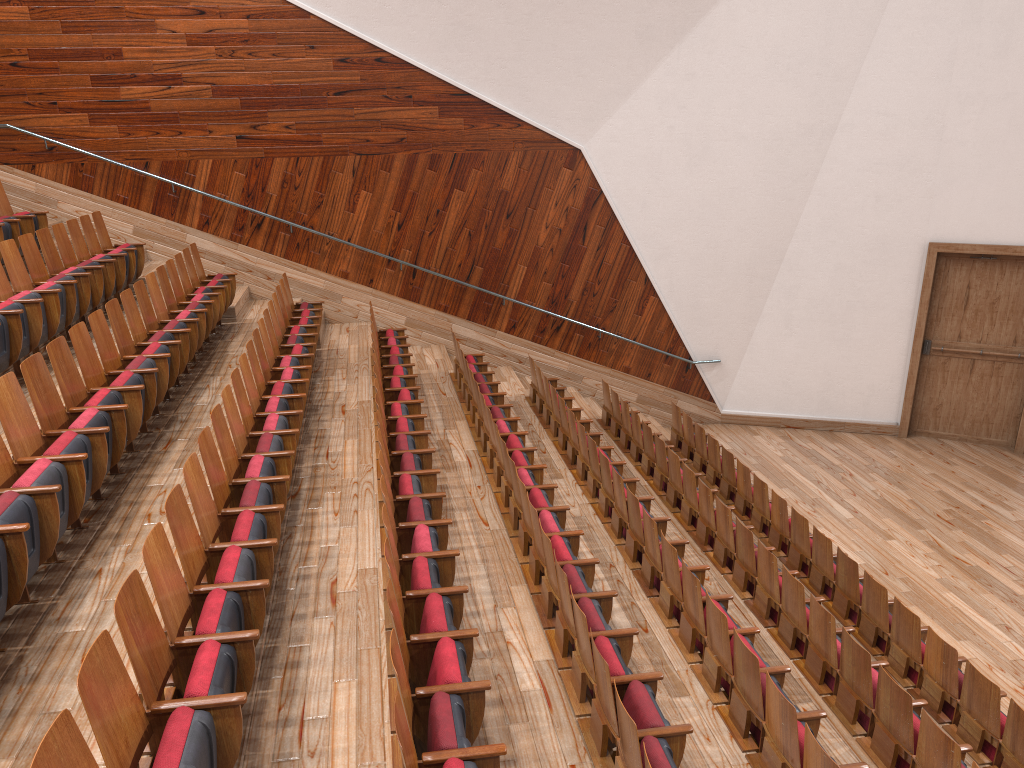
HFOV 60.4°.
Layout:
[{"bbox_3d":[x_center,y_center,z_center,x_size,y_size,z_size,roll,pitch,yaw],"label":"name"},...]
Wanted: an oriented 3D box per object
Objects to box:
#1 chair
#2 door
[{"bbox_3d":[-0.075,0.095,0.375,0.769,0.389,1.135,-4,17,-8],"label":"chair"},{"bbox_3d":[0.551,-0.043,1.041,0.138,0.250,0.023,10,25,27],"label":"door"}]
